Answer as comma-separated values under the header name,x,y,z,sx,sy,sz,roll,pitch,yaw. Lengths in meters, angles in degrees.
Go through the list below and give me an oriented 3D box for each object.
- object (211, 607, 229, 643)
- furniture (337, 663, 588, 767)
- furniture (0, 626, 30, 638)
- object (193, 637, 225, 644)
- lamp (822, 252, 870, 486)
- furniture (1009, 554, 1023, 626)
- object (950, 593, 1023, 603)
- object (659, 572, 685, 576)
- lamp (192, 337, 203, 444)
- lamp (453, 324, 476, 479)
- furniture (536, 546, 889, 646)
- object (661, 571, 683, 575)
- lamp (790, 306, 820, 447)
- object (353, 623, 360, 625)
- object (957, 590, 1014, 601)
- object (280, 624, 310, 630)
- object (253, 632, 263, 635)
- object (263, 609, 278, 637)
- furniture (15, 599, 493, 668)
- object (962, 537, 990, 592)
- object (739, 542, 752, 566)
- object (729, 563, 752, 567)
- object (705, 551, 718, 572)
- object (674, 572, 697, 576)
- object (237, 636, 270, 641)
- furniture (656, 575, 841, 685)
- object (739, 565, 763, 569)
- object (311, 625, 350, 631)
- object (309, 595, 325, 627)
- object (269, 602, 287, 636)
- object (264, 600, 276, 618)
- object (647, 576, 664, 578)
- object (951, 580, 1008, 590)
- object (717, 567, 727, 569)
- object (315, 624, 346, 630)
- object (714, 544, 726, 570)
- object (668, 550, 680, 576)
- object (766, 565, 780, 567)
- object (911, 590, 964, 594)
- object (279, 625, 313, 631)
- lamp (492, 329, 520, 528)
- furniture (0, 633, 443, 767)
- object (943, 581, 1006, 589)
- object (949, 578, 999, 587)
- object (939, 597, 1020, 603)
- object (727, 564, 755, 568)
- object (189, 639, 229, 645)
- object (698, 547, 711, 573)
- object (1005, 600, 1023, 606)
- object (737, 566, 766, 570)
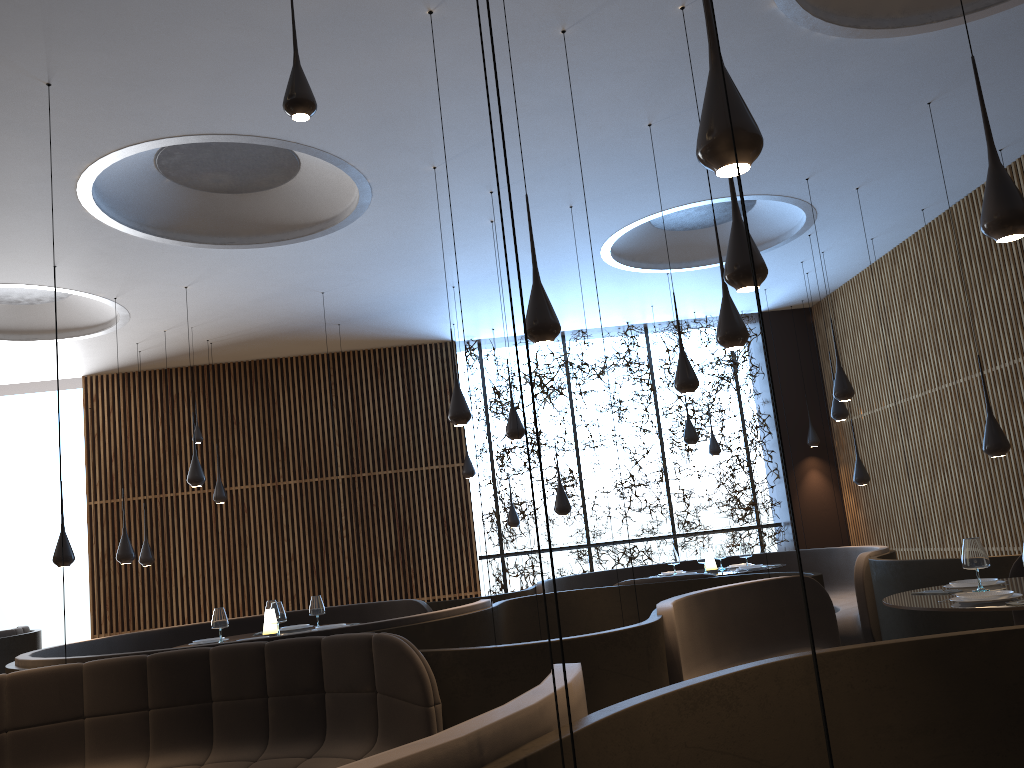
name,x,y,z,sx,sy,sz,roll,pitch,yaw
object,-2.465,2.042,7.489,0.142,0.294,0.142,2,-12,-42
furniture,-1.544,1.450,1.914,3.933,1.043,1.990,-5,-10,-7
furniture,-5.924,3.285,9.747,0.931,1.056,2.543,-5,-10,-8
object,-2.610,2.215,7.635,0.263,0.029,0.264,-8,-11,10
lamp,4.095,-0.220,10.987,0.196,2.949,0.197,-3,-9,-18
furniture,3.620,1.341,4.382,1.985,1.043,3.943,-12,-12,27
object,2.402,1.087,4.495,0.332,0.014,0.332,-12,-12,27
object,1.925,2.280,10.645,0.331,0.014,0.333,-5,-11,-6
lamp,-4.056,0.011,11.340,0.133,1.502,0.133,-5,-9,-9
lamp,-0.715,0.230,12.549,0.196,2.215,0.196,-12,-11,31
furniture,2.297,2.556,9.989,3.790,1.043,3.901,-1,-12,-27
object,1.924,2.271,10.646,0.264,0.029,0.263,-13,-12,31
lamp,4.500,-0.130,13.727,0.196,2.215,0.196,-10,-10,21
object,-1.506,2.171,7.967,0.262,0.017,0.127,-8,-10,7
object,2.401,1.077,4.496,0.263,0.029,0.264,-4,-11,-14
object,-2.003,2.250,8.188,0.263,0.029,0.264,2,-13,-37
object,-2.302,2.301,8.192,0.126,0.017,0.263,-6,-10,-2
object,-2.093,2.068,7.684,0.144,0.231,0.143,-8,-10,12
furniture,-2.087,2.626,7.612,3.789,1.113,3.898,-1,-12,-28
object,2.606,1.014,4.978,0.142,0.294,0.142,-4,-10,-16
object,2.690,1.973,10.201,0.142,0.294,0.142,-14,-12,39
object,2.739,2.176,10.625,0.263,0.029,0.264,-4,-11,-12
object,2.307,2.069,10.319,0.144,0.231,0.143,-2,-10,-23
object,1.936,2.133,9.912,0.263,0.029,0.264,-7,-10,2
object,-2.083,2.063,7.128,0.263,0.029,0.264,-8,-11,11
furniture,1.647,1.847,5.722,0.903,1.043,2.534,-14,-13,37
object,2.683,2.058,9.952,0.263,0.029,0.264,-3,-11,-15
object,-1.568,2.117,7.675,0.332,0.014,0.333,-9,-11,14
object,-1.730,2.032,7.872,0.142,0.294,0.142,-9,-10,17
object,-1.932,1.950,7.312,0.142,0.294,0.142,0,-11,-33
object,-2.170,2.110,8.032,0.142,0.294,0.142,1,-12,-37
object,1.687,2.279,10.458,0.126,0.017,0.263,3,-14,-41
object,2.737,1.190,5.244,0.410,0.012,0.205,0,-12,-30
object,2.535,2.255,10.836,0.127,0.017,0.262,-16,-14,41
object,-1.569,2.107,7.676,0.263,0.029,0.264,-5,-11,-9
object,2.494,2.074,10.624,0.142,0.294,0.142,-6,-9,-4
object,1.904,2.104,10.436,0.142,0.294,0.142,-5,-9,-9
object,2.935,2.078,10.119,0.126,0.017,0.263,2,-13,-38
object,2.455,1.205,5.124,0.126,0.017,0.263,-1,-12,-26
object,-2.002,2.260,8.186,0.332,0.014,0.333,-7,-10,4
lamp,-0.130,0.625,13.017,0.196,2.949,0.196,-12,-10,31
furniture,-1.580,1.857,4.285,2.531,1.056,0.935,-7,-10,2
object,2.733,1.189,5.242,0.331,0.014,0.333,-3,-11,-16
object,2.732,1.179,5.243,0.263,0.029,0.264,-7,-10,3
object,2.400,1.089,4.498,0.204,0.012,0.412,-2,-11,-24
object,2.740,2.186,10.624,0.332,0.014,0.333,-5,-10,-6
object,-2.609,2.224,7.633,0.332,0.014,0.333,-1,-12,-28
object,2.154,1.984,9.936,0.142,0.294,0.142,-5,-9,-11
object,2.487,1.032,4.208,0.262,0.017,0.127,-2,-11,-20
object,2.684,2.067,9.950,0.331,0.014,0.333,-3,-11,-18
